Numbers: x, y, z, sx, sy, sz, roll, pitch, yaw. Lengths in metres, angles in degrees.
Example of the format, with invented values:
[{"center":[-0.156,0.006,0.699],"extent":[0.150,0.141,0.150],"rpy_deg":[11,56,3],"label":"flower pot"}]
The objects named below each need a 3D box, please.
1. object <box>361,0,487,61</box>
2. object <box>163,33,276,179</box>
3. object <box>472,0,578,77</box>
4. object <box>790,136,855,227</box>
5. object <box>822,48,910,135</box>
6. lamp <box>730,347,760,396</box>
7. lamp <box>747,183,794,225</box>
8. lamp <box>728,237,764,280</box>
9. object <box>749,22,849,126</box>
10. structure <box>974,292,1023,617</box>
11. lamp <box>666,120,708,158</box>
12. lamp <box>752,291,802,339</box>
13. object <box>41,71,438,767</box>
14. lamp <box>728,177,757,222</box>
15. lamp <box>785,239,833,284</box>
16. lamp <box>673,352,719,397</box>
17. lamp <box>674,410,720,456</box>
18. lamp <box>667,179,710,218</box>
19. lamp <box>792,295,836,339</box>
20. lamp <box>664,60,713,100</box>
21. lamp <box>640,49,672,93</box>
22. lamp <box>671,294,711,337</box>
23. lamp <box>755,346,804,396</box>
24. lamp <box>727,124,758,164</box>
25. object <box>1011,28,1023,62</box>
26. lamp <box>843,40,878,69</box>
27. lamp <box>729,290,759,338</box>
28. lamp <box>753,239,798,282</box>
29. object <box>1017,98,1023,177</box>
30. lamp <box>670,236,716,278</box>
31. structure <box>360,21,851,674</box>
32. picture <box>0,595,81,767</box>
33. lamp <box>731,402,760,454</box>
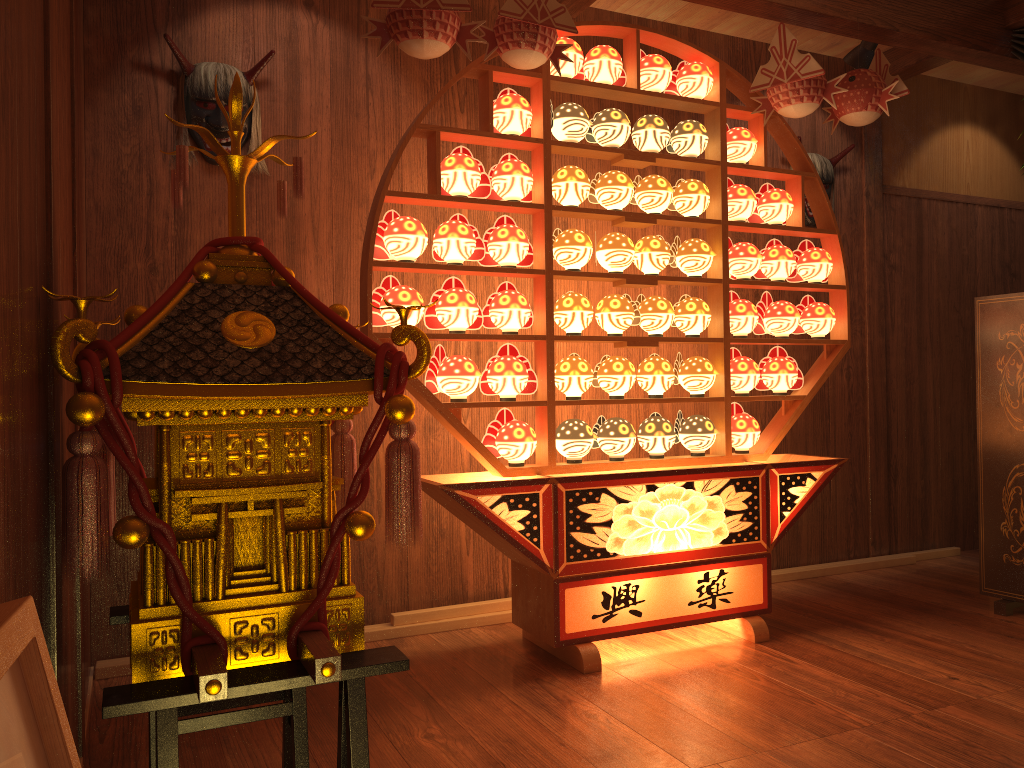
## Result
[{"center":[-0.260,-1.111,2.585],"extent":[0.365,0.311,0.238],"rpy_deg":[-1,0,0],"label":"object"},{"center":[-1.002,-0.934,3.050],"extent":[0.374,0.453,0.134],"rpy_deg":[-1,0,-26],"label":"object"},{"center":[0.038,-1.124,2.737],"extent":[0.357,0.306,0.209],"rpy_deg":[-1,0,-25],"label":"object"},{"center":[1.483,-0.935,4.262],"extent":[0.374,0.453,0.134],"rpy_deg":[-1,0,-26],"label":"object"},{"center":[1.321,-1.139,3.359],"extent":[0.235,0.318,0.356],"rpy_deg":[-1,0,-29],"label":"object"},{"center":[0.886,-0.049,3.392],"extent":[0.189,0.194,0.154],"rpy_deg":[-1,0,-15],"label":"lamp"},{"center":[1.039,-0.713,3.477],"extent":[0.192,0.195,0.155],"rpy_deg":[-1,0,-10],"label":"lamp"},{"center":[0.898,-0.487,3.406],"extent":[0.196,0.187,0.151],"rpy_deg":[0,-1,-45],"label":"lamp"},{"center":[1.033,-1.123,3.218],"extent":[0.352,0.314,0.249],"rpy_deg":[-1,-1,42],"label":"object"},{"center":[2.129,0.268,3.268],"extent":[0.279,1.250,0.776],"rpy_deg":[-1,0,-28],"label":"structure"},{"center":[0.665,-0.918,3.297],"extent":[0.141,0.173,0.155],"rpy_deg":[-1,0,-9],"label":"lamp"},{"center":[1.070,-0.275,3.486],"extent":[0.207,0.200,0.152],"rpy_deg":[-1,-1,-40],"label":"lamp"},{"center":[-0.523,0.164,1.700],"extent":[0.624,1.514,0.787],"rpy_deg":[-1,0,-25],"label":"object"},{"center":[0.875,-0.713,3.396],"extent":[0.206,0.200,0.153],"rpy_deg":[-1,0,-25],"label":"lamp"},{"center":[1.225,-0.497,3.564],"extent":[0.203,0.200,0.155],"rpy_deg":[-1,0,-10],"label":"lamp"},{"center":[0.699,-0.037,3.303],"extent":[0.152,0.173,0.144],"rpy_deg":[-1,0,30],"label":"lamp"},{"center":[0.702,0.183,3.304],"extent":[0.152,0.173,0.144],"rpy_deg":[-1,0,30],"label":"lamp"},{"center":[0.673,-0.697,3.297],"extent":[0.143,0.173,0.153],"rpy_deg":[-1,0,-20],"label":"lamp"},{"center":[1.239,-0.273,3.567],"extent":[0.186,0.192,0.154],"rpy_deg":[-1,0,-15],"label":"lamp"},{"center":[0.688,-1.146,3.311],"extent":[0.194,0.188,0.153],"rpy_deg":[-1,0,-20],"label":"lamp"},{"center":[0.521,-1.150,3.230],"extent":[0.207,0.200,0.152],"rpy_deg":[-1,0,-35],"label":"lamp"},{"center":[0.674,-0.257,3.293],"extent":[0.141,0.173,0.155],"rpy_deg":[-1,0,-9],"label":"lamp"},{"center":[1.052,-0.054,3.476],"extent":[0.198,0.200,0.159],"rpy_deg":[-1,0,10],"label":"lamp"},{"center":[0.877,-0.933,3.401],"extent":[0.207,0.200,0.152],"rpy_deg":[-1,-1,-40],"label":"lamp"},{"center":[2.454,-1.180,3.106],"extent":[0.098,0.751,1.460],"rpy_deg":[-1,0,-24],"label":"object"},{"center":[1.498,-1.419,3.790],"extent":[0.136,0.177,0.173],"rpy_deg":[-1,0,-5],"label":"lamp"},{"center":[0.879,-0.270,3.392],"extent":[0.193,0.195,0.154],"rpy_deg":[-1,0,-15],"label":"lamp"},{"center":[1.048,-0.491,3.481],"extent":[0.180,0.191,0.158],"rpy_deg":[-1,0,5],"label":"lamp"},{"center":[2.573,-0.909,4.031],"extent":[0.769,1.260,0.522],"rpy_deg":[-1,0,-39],"label":"object"},{"center":[0.690,-0.477,3.306],"extent":[0.152,0.173,0.144],"rpy_deg":[-1,0,35],"label":"lamp"},{"center":[0.446,-0.180,3.183],"extent":[2.015,2.195,0.476],"rpy_deg":[-1,0,-26],"label":"structure"},{"center":[-0.139,0.512,0.347],"extent":[0.219,0.787,0.392],"rpy_deg":[-1,0,-19],"label":"picture"},{"center":[0.885,0.168,3.393],"extent":[0.197,0.197,0.155],"rpy_deg":[-1,0,-10],"label":"lamp"}]
